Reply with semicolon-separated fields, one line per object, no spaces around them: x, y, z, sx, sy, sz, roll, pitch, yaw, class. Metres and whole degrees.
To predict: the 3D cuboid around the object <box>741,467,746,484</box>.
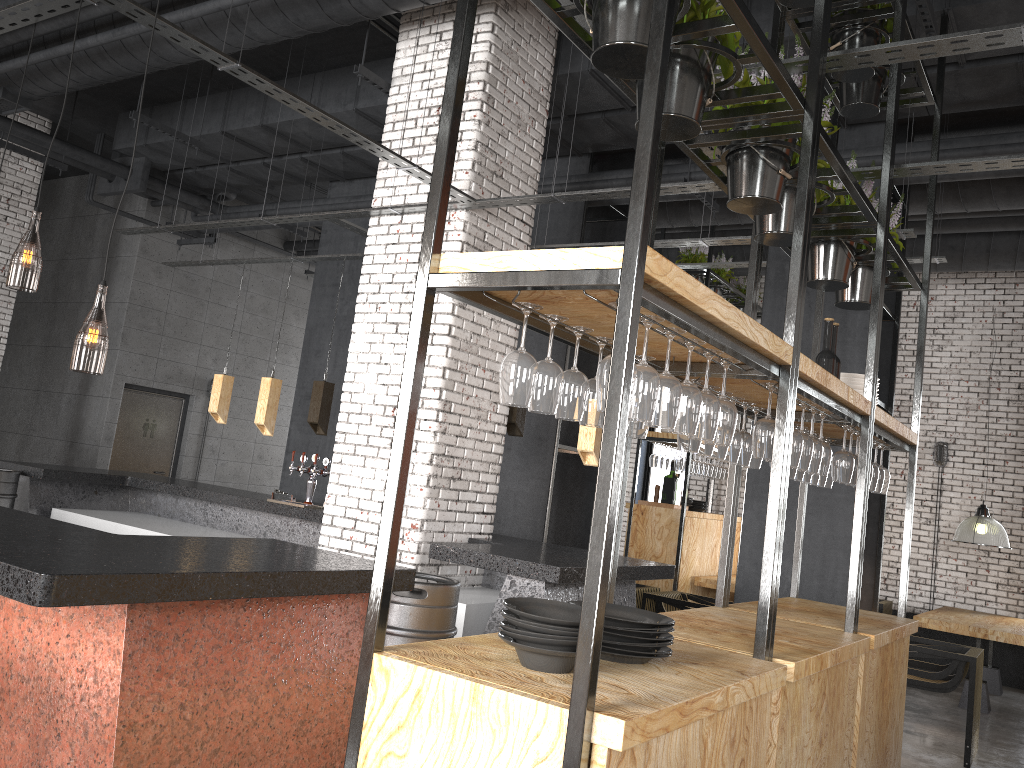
2.856;1.101;11.018;0.101;0.268;0.101;11;-8;-25;object

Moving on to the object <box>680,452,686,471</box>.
1.847;0.798;9.487;0.101;0.268;0.101;10;-8;-19;object

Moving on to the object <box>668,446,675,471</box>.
1.769;0.832;9.888;0.101;0.268;0.101;10;-8;-19;object

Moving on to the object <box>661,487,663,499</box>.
1.669;1.230;9.730;0.056;0.249;0.055;4;-8;26;object

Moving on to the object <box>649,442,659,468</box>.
1.534;0.761;9.532;0.101;0.268;0.101;10;-8;-19;object

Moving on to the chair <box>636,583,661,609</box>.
0.841;2.118;7.811;0.639;0.732;0.655;3;-8;36;chair

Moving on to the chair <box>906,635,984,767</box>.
3.001;2.249;6.401;0.639;0.732;0.655;3;-8;32;chair

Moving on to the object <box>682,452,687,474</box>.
2.008;0.904;10.251;0.101;0.268;0.101;10;-8;-19;object

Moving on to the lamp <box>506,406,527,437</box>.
0.085;-0.317;6.481;0.127;1.398;0.127;3;-9;34;lamp

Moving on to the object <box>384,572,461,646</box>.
-0.471;1.336;3.740;0.399;1.038;0.397;10;-8;-21;object

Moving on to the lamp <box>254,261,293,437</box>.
-2.090;-0.340;7.913;0.127;1.611;0.127;3;-9;34;lamp

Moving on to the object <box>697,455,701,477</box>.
2.224;0.969;10.579;0.101;0.268;0.101;10;-8;-19;object

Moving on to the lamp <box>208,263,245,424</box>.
-2.627;-0.402;8.279;0.127;1.551;0.127;3;-9;34;lamp

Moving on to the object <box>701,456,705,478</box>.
2.299;0.991;10.692;0.101;0.268;0.101;10;-8;-19;object

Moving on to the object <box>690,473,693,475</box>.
2.084;0.926;10.366;0.101;0.268;0.101;10;-8;-19;object

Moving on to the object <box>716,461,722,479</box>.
2.393;0.962;10.315;0.101;0.268;0.101;10;-8;-19;object

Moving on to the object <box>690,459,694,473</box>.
1.927;0.822;9.608;0.101;0.268;0.101;10;-8;-19;object

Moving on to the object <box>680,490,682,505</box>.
1.813;1.239;9.633;0.056;0.249;0.055;4;-8;26;object

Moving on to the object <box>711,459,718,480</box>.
2.539;1.063;11.056;0.101;0.268;0.101;11;-8;-25;object

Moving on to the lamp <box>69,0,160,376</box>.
-1.348;-0.826;3.127;0.108;1.603;0.108;11;-8;-24;lamp

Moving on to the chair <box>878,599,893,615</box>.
3.801;2.734;9.827;0.639;0.732;0.655;3;-8;32;chair

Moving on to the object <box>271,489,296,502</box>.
-1.862;0.915;7.244;0.177;0.091;0.090;7;-7;9;object

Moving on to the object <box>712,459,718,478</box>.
2.322;0.941;10.207;0.101;0.268;0.101;10;-8;-19;object

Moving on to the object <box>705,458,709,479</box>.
2.379;1.015;10.813;0.101;0.268;0.101;11;-8;-25;object

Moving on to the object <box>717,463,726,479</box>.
2.462;0.983;10.420;0.101;0.268;0.101;10;-8;-19;object

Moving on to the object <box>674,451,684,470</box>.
1.772;0.775;9.373;0.101;0.268;0.101;10;-8;-19;object

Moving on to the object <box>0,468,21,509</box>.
-4.365;1.214;7.313;0.399;1.038;0.397;10;-8;-21;object

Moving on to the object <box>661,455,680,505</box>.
1.704;1.033;9.446;0.157;0.555;0.106;3;-9;33;object

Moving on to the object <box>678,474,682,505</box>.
1.770;1.152;9.581;0.107;0.369;0.070;3;-9;33;object

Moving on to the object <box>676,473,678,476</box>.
1.736;1.141;9.526;0.107;0.369;0.070;3;-9;33;object

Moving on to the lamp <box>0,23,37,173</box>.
-2.206;-0.909;3.848;0.108;1.465;0.108;7;-7;6;lamp

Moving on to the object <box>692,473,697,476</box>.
2.155;0.948;10.474;0.101;0.268;0.101;10;-8;-19;object

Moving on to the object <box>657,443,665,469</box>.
1.609;0.784;9.646;0.101;0.268;0.101;10;-8;-19;object

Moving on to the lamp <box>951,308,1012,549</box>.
4.790;0.407;8.916;0.536;2.412;0.536;10;-8;-20;lamp

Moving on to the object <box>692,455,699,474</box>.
2.007;0.846;9.729;0.101;0.268;0.101;10;-8;-19;object

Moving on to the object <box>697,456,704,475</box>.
2.086;0.870;9.850;0.101;0.268;0.101;10;-8;-19;object

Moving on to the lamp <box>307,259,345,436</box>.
-1.546;-0.338;7.556;0.127;1.551;0.127;3;-9;34;lamp

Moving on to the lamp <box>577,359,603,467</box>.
0.615;-0.210;6.110;0.127;1.551;0.127;3;-9;34;lamp

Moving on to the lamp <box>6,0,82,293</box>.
-1.758;-1.146;3.465;0.108;1.603;0.108;11;-8;-24;lamp

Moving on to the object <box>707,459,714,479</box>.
2.459;1.039;10.935;0.101;0.268;0.101;11;-8;-25;object

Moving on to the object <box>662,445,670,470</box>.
1.689;0.808;9.767;0.101;0.268;0.101;10;-8;-19;object

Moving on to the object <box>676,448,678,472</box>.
1.849;0.856;10.009;0.101;0.268;0.101;10;-8;-19;object

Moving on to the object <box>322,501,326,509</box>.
-1.128;0.962;6.857;0.767;0.106;0.200;3;-8;34;object

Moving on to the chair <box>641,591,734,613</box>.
1.483;2.156;7.381;0.639;0.732;0.655;2;-9;36;chair

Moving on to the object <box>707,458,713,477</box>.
2.246;0.918;10.092;0.101;0.268;0.101;10;-8;-19;object

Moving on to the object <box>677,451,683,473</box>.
1.928;0.880;10.130;0.101;0.268;0.101;10;-8;-19;object

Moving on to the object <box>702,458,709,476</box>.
2.166;0.894;9.971;0.101;0.268;0.101;10;-8;-19;object

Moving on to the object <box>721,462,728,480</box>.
2.537;1.005;10.533;0.101;0.268;0.101;10;-8;-19;object

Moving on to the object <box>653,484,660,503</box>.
1.597;1.226;9.778;0.056;0.249;0.055;4;-8;26;object
